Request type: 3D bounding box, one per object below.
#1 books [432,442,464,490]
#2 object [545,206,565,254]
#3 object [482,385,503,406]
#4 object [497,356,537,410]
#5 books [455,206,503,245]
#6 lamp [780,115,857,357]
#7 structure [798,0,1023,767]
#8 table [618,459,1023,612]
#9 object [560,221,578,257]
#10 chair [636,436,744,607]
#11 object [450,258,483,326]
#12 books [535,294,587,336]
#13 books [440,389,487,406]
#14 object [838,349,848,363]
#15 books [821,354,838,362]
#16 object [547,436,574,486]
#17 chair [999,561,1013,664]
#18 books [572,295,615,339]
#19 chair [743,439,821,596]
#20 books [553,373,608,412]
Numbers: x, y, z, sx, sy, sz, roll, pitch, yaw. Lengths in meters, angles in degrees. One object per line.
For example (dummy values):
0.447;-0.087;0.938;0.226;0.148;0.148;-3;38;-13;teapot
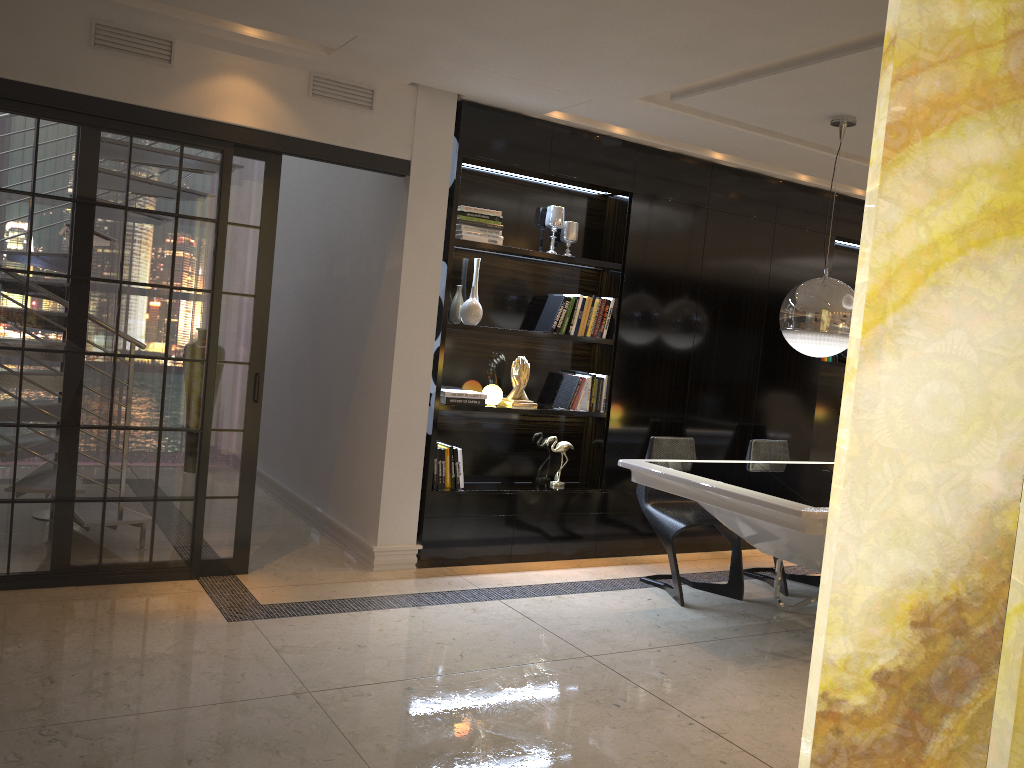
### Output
-0.405;0.465;5.160;0.236;0.270;0.210;4;4;-31;books
0.256;-0.935;5.449;0.111;0.301;0.111;3;4;-35;object
-0.117;0.065;5.269;0.125;0.125;0.125;6;3;8;object
0.044;-0.012;5.334;0.177;0.311;0.177;4;4;-31;object
-0.218;-0.907;5.111;0.302;0.188;0.259;4;3;-24;books
2.239;-0.709;4.920;1.827;1.226;0.408;4;4;-31;lamp
1.514;0.156;1.379;0.448;2.555;2.180;4;4;-31;structure
2.132;0.921;4.972;3.031;0.759;1.293;4;4;-31;table
0.352;-0.889;5.504;0.104;0.224;0.104;4;4;-29;object
1.025;0.759;5.066;0.523;0.858;0.496;4;4;-31;chair
-0.234;-0.536;5.120;0.180;0.395;0.210;4;4;-28;object
0.303;-0.435;5.497;0.245;0.256;0.207;4;4;-32;books
-0.311;0.078;5.177;0.266;0.073;0.209;4;4;-28;books
2.613;-0.239;6.862;0.375;0.177;0.193;4;4;-30;object
2.343;-0.307;6.713;0.236;0.270;0.210;4;4;-31;books
0.296;0.487;5.616;0.193;0.310;0.092;5;3;-7;object
2.481;0.937;4.404;0.523;0.858;0.496;4;4;-31;chair
0.482;-0.426;5.605;0.252;0.261;0.212;4;4;-31;books
1.715;0.803;5.482;0.523;0.858;0.496;4;4;-31;chair
0.427;0.046;5.623;0.284;0.232;0.182;4;4;-28;books
